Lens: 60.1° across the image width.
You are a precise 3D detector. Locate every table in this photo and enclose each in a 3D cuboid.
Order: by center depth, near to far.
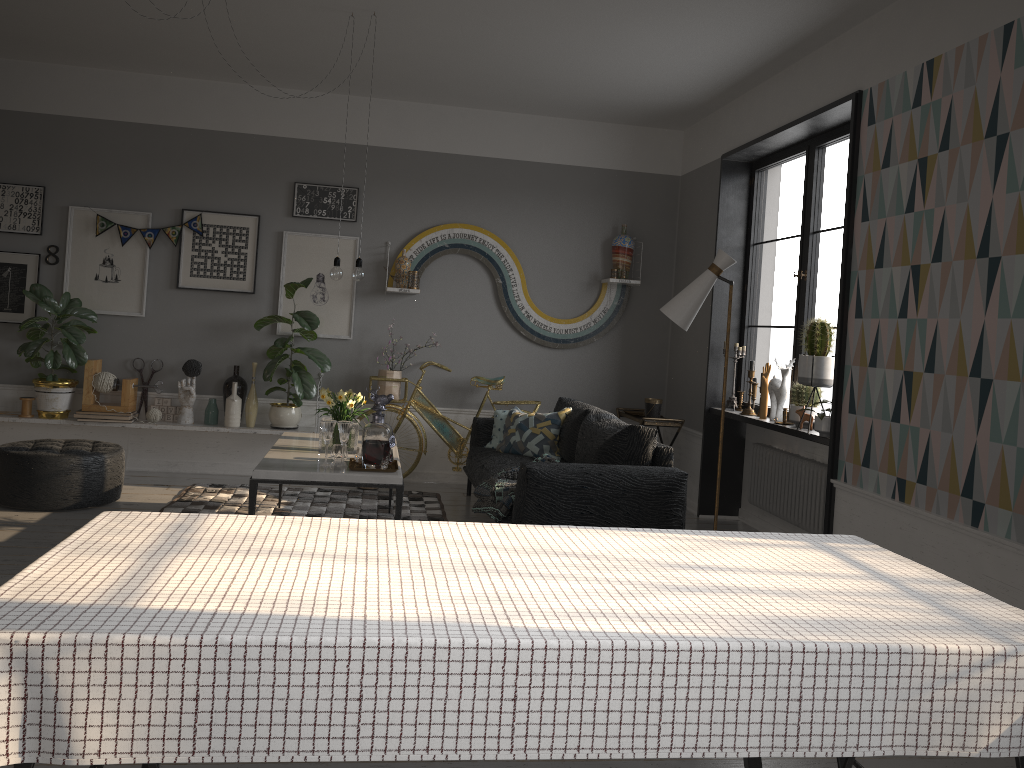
[{"bbox_3d":[0.021,0.762,1.765,2.023,0.784,0.933,3,2,-9],"label":"table"},{"bbox_3d":[-1.012,0.631,4.973,0.731,0.510,1.459,4,3,-9],"label":"table"},{"bbox_3d":[1.042,0.566,6.886,0.339,0.679,0.744,4,2,-9],"label":"table"}]

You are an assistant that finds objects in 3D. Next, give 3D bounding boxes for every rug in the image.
[{"bbox_3d":[-1.218,0.845,5.171,1.768,0.034,2.532,3,4,-9],"label":"rug"}]

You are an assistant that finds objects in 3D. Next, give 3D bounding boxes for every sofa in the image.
[{"bbox_3d":[0.273,0.545,5.590,0.969,0.797,2.346,4,3,-10],"label":"sofa"}]

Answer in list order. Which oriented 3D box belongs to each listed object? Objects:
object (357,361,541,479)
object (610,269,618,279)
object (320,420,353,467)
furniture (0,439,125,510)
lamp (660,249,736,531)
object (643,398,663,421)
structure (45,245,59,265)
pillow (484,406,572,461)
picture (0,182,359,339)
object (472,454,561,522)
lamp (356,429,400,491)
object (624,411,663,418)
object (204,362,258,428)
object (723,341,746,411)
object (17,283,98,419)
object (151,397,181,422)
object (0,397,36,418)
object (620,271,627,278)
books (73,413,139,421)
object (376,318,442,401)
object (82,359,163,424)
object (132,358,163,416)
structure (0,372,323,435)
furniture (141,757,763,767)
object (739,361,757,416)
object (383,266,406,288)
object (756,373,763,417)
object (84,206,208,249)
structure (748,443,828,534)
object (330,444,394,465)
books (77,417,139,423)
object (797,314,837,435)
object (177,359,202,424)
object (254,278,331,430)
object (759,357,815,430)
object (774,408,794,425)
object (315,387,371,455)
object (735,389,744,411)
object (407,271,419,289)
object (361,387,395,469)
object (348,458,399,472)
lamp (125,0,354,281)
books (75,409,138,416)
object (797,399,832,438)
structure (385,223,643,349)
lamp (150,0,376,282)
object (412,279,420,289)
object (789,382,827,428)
[{"bbox_3d":[-0.448,0.320,6.868,1.624,0.970,0.427,3,1,-18],"label":"object"},{"bbox_3d":[0.816,-0.877,7.062,0.060,0.079,0.060,4,1,-20],"label":"object"},{"bbox_3d":[-0.894,0.301,4.480,0.168,0.227,0.082,4,0,3],"label":"object"},{"bbox_3d":[-2.815,0.549,5.515,0.734,0.356,0.737,3,3,-22],"label":"furniture"},{"bbox_3d":[1.196,0.241,4.020,1.245,1.702,0.680,4,0,-11],"label":"lamp"},{"bbox_3d":[1.062,0.194,6.683,0.142,0.160,0.138,5,2,29],"label":"object"},{"bbox_3d":[-3.748,-0.924,6.551,0.738,0.263,0.024,3,0,-9],"label":"structure"},{"bbox_3d":[0.136,0.318,6.197,0.442,0.362,0.801,3,3,-27],"label":"pillow"},{"bbox_3d":[-4.501,-0.946,4.389,7.287,1.794,4.048,3,3,-9],"label":"picture"},{"bbox_3d":[0.076,0.595,4.947,0.490,0.329,0.668,3,3,-14],"label":"object"},{"bbox_3d":[-1.057,0.561,6.566,0.433,0.437,0.432,5,2,22],"label":"lamp"},{"bbox_3d":[1.041,0.241,7.039,0.246,0.015,0.319,3,4,-9],"label":"object"},{"bbox_3d":[-2.096,0.071,6.636,0.332,0.488,0.285,5,1,41],"label":"object"},{"bbox_3d":[1.548,-0.059,6.236,0.145,0.490,0.162,4,0,27],"label":"object"},{"bbox_3d":[-3.286,-0.233,6.386,0.509,0.963,0.547,4,1,-24],"label":"object"},{"bbox_3d":[-2.588,0.193,6.670,0.264,0.173,0.078,4,0,-3],"label":"object"},{"bbox_3d":[-3.832,0.119,6.369,0.784,0.307,0.329,3,2,-8],"label":"object"},{"bbox_3d":[0.888,-0.871,7.039,0.050,0.058,0.050,3,1,-19],"label":"object"},{"bbox_3d":[-2.973,0.229,6.494,0.384,0.029,0.260,3,4,-8],"label":"books"},{"bbox_3d":[-0.808,-0.179,6.786,0.488,0.641,0.253,4,0,9],"label":"object"},{"bbox_3d":[-2.845,0.055,6.518,0.545,0.440,0.239,4,1,-9],"label":"object"},{"bbox_3d":[-2.761,0.038,6.679,0.221,0.463,0.019,4,0,-9],"label":"object"},{"bbox_3d":[-2.833,0.082,6.550,2.773,0.486,0.308,3,1,-9],"label":"structure"},{"bbox_3d":[-0.140,0.868,2.539,1.668,0.455,0.466,3,2,-9],"label":"furniture"},{"bbox_3d":[1.595,0.021,5.915,0.123,0.375,0.123,4,0,-4],"label":"object"},{"bbox_3d":[-0.903,-0.817,6.779,0.197,0.166,0.060,5,1,25],"label":"object"},{"bbox_3d":[1.653,0.066,5.853,0.076,0.301,0.075,4,0,22],"label":"object"},{"bbox_3d":[-2.761,-1.181,6.676,0.913,0.339,0.057,3,0,-9],"label":"object"},{"bbox_3d":[1.767,0.658,5.502,0.148,0.427,1.226,4,3,-11],"label":"structure"},{"bbox_3d":[-0.783,0.372,4.629,0.278,0.087,0.247,2,4,-31],"label":"object"},{"bbox_3d":[-2.964,0.254,6.501,0.367,0.021,0.297,3,4,-15],"label":"books"},{"bbox_3d":[1.704,-0.060,4.955,0.228,0.670,0.236,4,0,-38],"label":"object"},{"bbox_3d":[-2.409,0.056,6.602,0.155,0.483,0.136,4,0,-9],"label":"object"},{"bbox_3d":[-1.652,-0.232,6.669,0.568,1.150,0.415,4,0,30],"label":"object"},{"bbox_3d":[1.681,0.047,5.409,0.134,0.409,0.664,4,2,-8],"label":"object"},{"bbox_3d":[1.664,0.197,5.396,0.123,0.099,0.123,4,2,14],"label":"object"},{"bbox_3d":[-0.957,0.202,4.974,0.324,0.351,0.352,4,2,-7],"label":"object"},{"bbox_3d":[1.616,0.114,6.249,0.084,0.151,0.084,4,1,-5],"label":"object"},{"bbox_3d":[-0.761,-0.799,6.816,0.085,0.140,0.086,4,1,-16],"label":"object"},{"bbox_3d":[-0.673,0.220,4.462,0.156,0.417,0.148,4,0,10],"label":"object"},{"bbox_3d":[-0.708,0.415,4.522,0.246,0.015,0.319,3,4,-9],"label":"object"},{"bbox_3d":[-1.460,-1.365,4.632,1.393,1.536,0.074,3,1,-40],"label":"lamp"},{"bbox_3d":[-2.976,0.206,6.504,0.379,0.017,0.229,3,4,-12],"label":"books"},{"bbox_3d":[1.689,0.183,4.779,0.246,0.204,0.171,4,1,-7],"label":"object"},{"bbox_3d":[0.015,-0.780,7.001,2.020,0.956,0.267,3,0,-9],"label":"structure"},{"bbox_3d":[-1.327,-1.354,4.591,1.393,1.536,0.074,3,1,-40],"label":"lamp"},{"bbox_3d":[-0.751,-0.775,6.897,0.062,0.081,0.062,3,1,-33],"label":"object"},{"bbox_3d":[1.748,0.118,5.261,0.213,0.283,0.235,3,1,-35],"label":"object"}]
